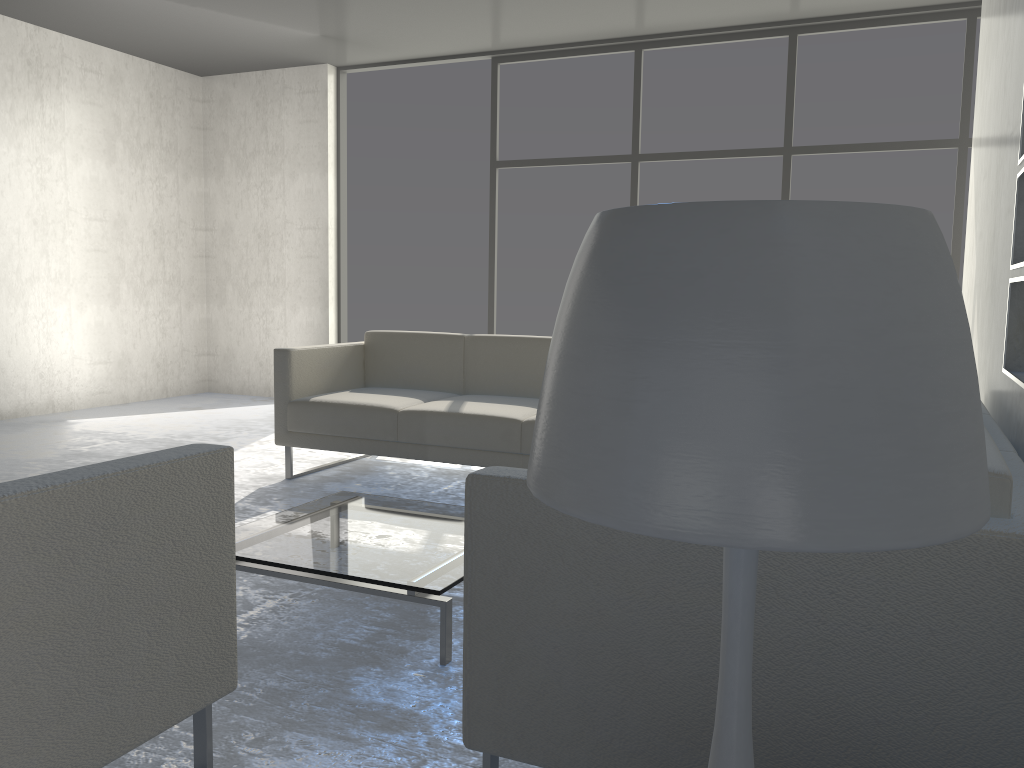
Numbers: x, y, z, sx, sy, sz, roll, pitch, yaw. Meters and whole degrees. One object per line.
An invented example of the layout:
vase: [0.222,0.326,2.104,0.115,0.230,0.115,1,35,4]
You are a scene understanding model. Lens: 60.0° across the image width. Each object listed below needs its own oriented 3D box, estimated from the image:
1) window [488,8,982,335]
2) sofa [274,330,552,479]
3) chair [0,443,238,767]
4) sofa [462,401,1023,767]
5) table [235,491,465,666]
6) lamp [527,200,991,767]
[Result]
window: [1.707,-0.920,5.470,4.080,2.477,0.037,4,7,24]
sofa: [-0.060,0.121,3.980,1.881,0.658,0.821,4,7,24]
chair: [-0.979,0.380,1.350,0.748,0.662,0.821,4,7,24]
sofa: [0.662,0.334,2.067,0.821,0.658,1.881,4,7,24]
table: [-0.369,0.507,2.499,0.773,0.190,0.730,4,7,24]
lamp: [0.184,0.160,0.716,0.347,0.582,0.347,0,6,-8]
